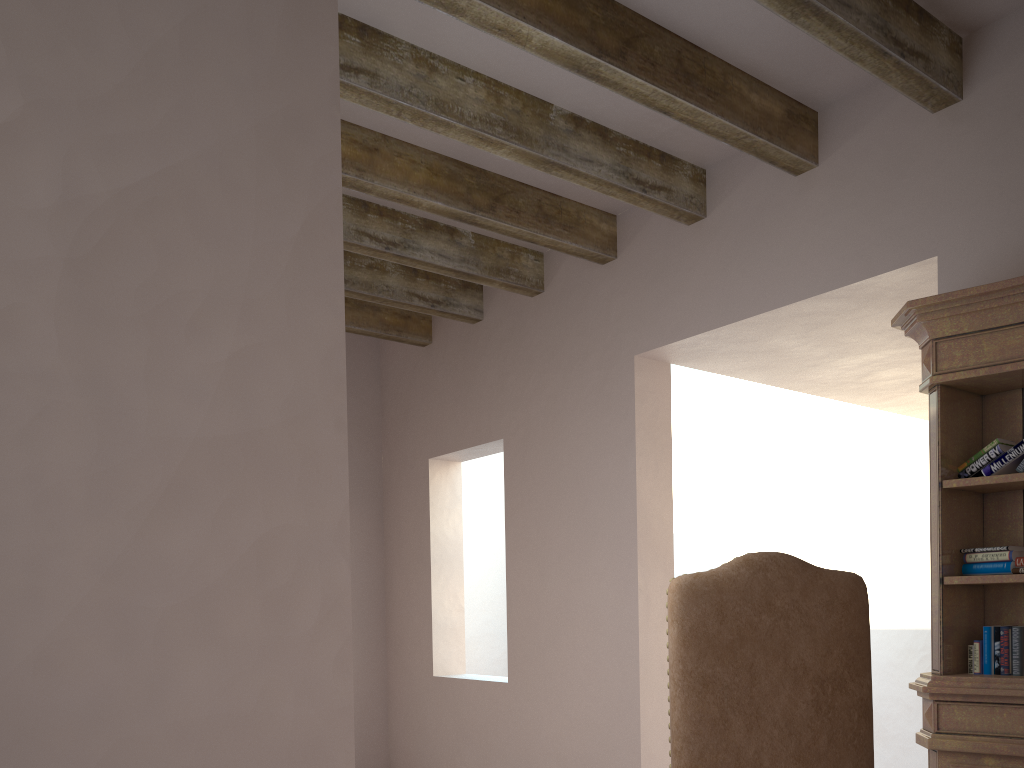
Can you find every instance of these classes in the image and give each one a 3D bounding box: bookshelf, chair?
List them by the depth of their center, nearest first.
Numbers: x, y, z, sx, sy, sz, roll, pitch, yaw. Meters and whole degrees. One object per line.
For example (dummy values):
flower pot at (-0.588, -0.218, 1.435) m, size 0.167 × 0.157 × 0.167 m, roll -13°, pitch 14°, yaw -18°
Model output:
chair at (0.616, 0.956, 1.954) m, size 0.547 × 1.231 × 0.646 m, roll -1°, pitch -2°, yaw 2°
bookshelf at (1.884, 0.604, 2.103) m, size 0.497 × 1.972 × 2.014 m, roll -1°, pitch -5°, yaw -38°

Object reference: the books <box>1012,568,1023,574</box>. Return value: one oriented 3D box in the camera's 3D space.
books at (1.531, 0.532, 2.593) m, size 0.126 × 0.017 × 0.143 m, roll 9°, pitch -17°, yaw -36°

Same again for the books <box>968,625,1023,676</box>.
books at (1.467, 0.789, 2.689) m, size 0.139 × 0.142 × 0.181 m, roll 4°, pitch -10°, yaw -39°

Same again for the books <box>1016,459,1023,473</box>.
books at (1.556, 0.175, 2.545) m, size 0.125 × 0.146 × 0.231 m, roll 3°, pitch -10°, yaw -37°

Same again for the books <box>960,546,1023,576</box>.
books at (1.443, 0.530, 2.707) m, size 0.126 × 0.080 × 0.154 m, roll 6°, pitch -13°, yaw -37°

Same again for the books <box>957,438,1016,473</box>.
books at (1.425, 0.220, 2.720) m, size 0.122 × 0.086 × 0.131 m, roll 6°, pitch -12°, yaw -37°

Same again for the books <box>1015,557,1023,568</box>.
books at (1.536, 0.506, 2.586) m, size 0.126 × 0.030 × 0.143 m, roll 9°, pitch -17°, yaw -36°

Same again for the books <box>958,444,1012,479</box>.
books at (1.428, 0.242, 2.714) m, size 0.126 × 0.098 × 0.138 m, roll 5°, pitch -11°, yaw -37°

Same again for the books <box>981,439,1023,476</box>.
books at (1.471, 0.224, 2.657) m, size 0.126 × 0.103 × 0.141 m, roll 5°, pitch -11°, yaw -37°
